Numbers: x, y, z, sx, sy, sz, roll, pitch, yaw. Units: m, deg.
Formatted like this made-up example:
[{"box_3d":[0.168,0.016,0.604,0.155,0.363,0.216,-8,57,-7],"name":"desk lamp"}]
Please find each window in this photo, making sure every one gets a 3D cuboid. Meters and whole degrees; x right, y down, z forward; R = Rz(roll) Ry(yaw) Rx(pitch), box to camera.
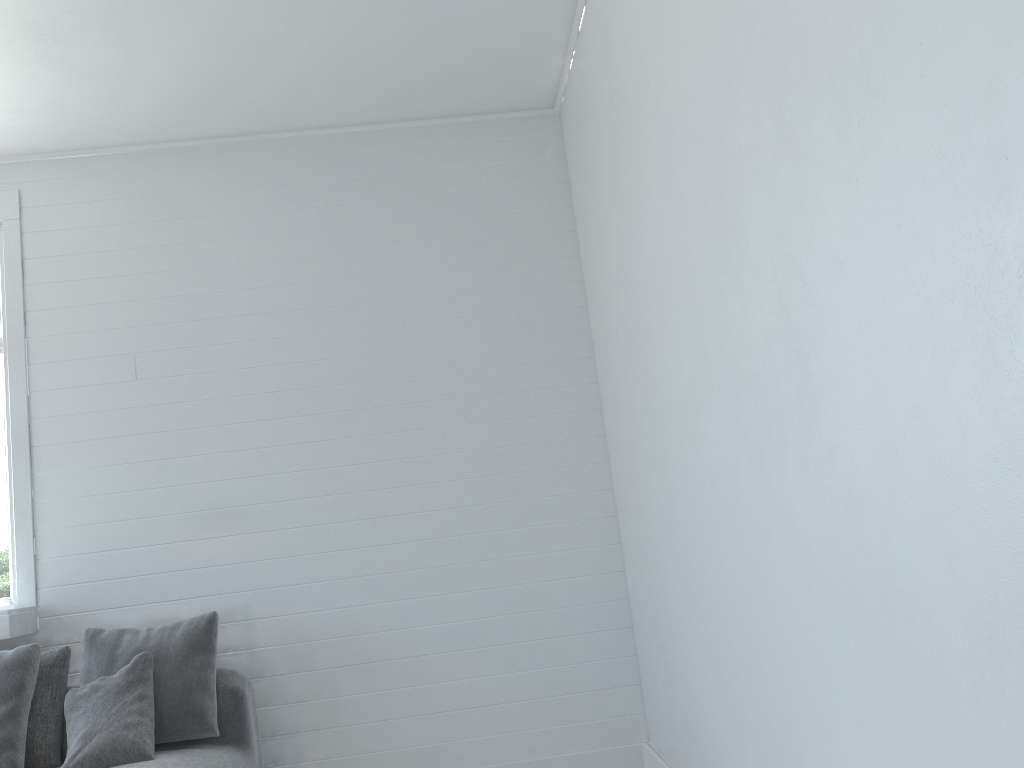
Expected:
[{"box_3d":[-3.301,0.165,4.559,1.482,2.392,0.380,-7,-9,-5],"name":"window"}]

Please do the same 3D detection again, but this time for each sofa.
[{"box_3d":[-2.752,1.676,2.528,3.407,0.896,3.404,-6,-10,-5],"name":"sofa"}]

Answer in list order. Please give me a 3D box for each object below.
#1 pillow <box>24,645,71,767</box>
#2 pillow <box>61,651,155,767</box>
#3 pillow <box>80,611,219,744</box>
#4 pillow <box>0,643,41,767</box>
[{"box_3d":[-2.377,1.514,4.059,0.641,0.519,0.281,-7,-9,-4],"name":"pillow"},{"box_3d":[-1.752,1.430,3.837,0.380,0.462,0.418,-4,-10,-19],"name":"pillow"},{"box_3d":[-1.691,1.383,4.112,0.639,0.559,0.279,-7,-9,-4],"name":"pillow"},{"box_3d":[-2.381,1.472,3.918,0.509,0.571,0.297,-6,-9,-5],"name":"pillow"}]
